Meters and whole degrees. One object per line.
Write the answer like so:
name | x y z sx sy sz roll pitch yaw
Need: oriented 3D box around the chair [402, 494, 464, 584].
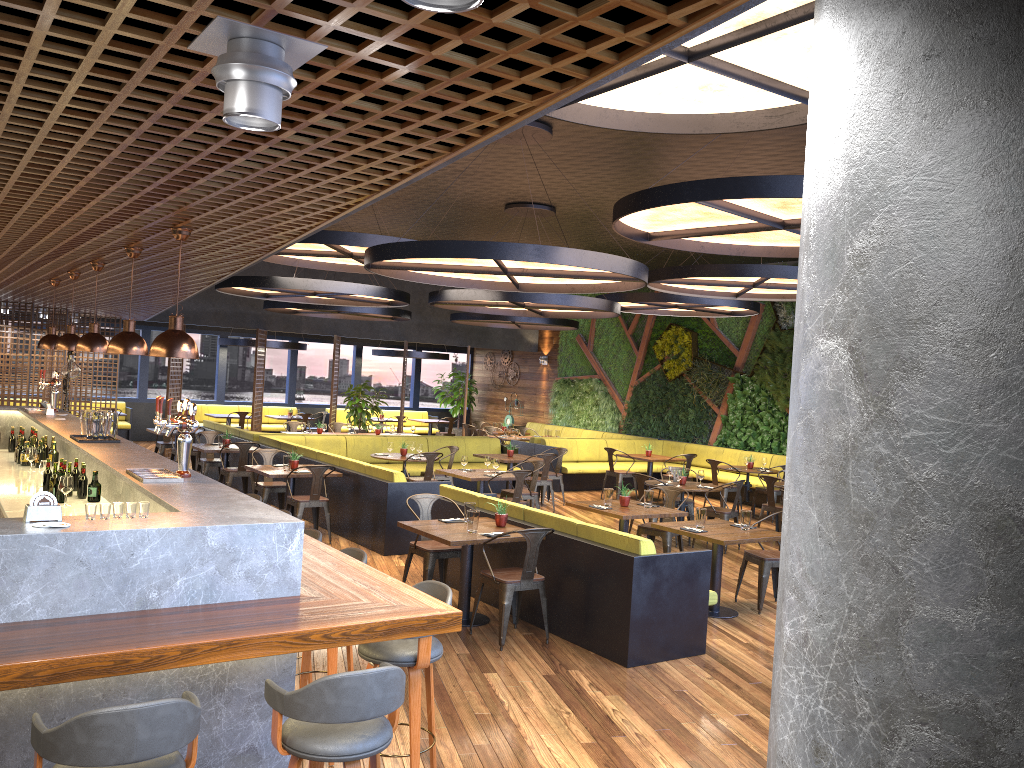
chair | -0.687 1.472 7.904 0.504 0.917 0.541 3 1 -34

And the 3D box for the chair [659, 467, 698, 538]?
chair | 2.263 1.613 12.099 0.504 0.917 0.541 4 1 5

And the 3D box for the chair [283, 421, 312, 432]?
chair | -4.077 1.186 16.811 0.504 0.917 0.541 3 1 -34

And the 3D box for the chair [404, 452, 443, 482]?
chair | -1.279 1.394 12.577 0.504 0.917 0.541 3 1 -34

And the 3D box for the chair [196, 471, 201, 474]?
chair | -2.912 1.275 7.572 0.438 1.048 0.483 3 1 -6

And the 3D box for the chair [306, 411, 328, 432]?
chair | -4.711 1.108 21.202 0.541 0.917 0.504 3 1 -34

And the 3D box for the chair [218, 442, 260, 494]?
chair | -3.826 1.241 12.392 0.504 0.917 0.541 3 1 -34

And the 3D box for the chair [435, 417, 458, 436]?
chair | -1.663 1.281 22.449 0.504 0.917 0.541 3 1 -34

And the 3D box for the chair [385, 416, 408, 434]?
chair | -2.844 1.217 21.644 0.504 0.917 0.541 3 1 -34

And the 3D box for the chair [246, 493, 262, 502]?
chair | -2.075 1.336 6.447 0.438 1.048 0.483 3 1 -15

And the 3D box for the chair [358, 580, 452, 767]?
chair | -0.536 1.451 4.073 0.483 1.048 0.438 4 1 27

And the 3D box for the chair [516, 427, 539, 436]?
chair | 0.344 1.429 19.533 0.504 0.917 0.541 3 1 -34

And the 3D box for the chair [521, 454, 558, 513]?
chair | 0.386 1.487 13.473 0.504 0.917 0.541 3 1 -34

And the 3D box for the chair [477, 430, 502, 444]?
chair | -0.453 1.394 18.074 0.541 0.917 0.504 3 1 -34

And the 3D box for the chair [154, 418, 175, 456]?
chair | -6.052 1.077 15.632 0.504 0.917 0.541 3 1 -34

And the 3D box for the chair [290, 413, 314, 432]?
chair | -4.828 1.109 20.292 0.504 0.917 0.541 3 1 -34

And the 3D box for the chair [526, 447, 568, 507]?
chair | 0.598 1.491 14.401 0.541 0.917 0.504 3 1 -34

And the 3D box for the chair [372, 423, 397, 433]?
chair | -2.585 1.267 17.828 0.504 0.917 0.541 3 1 -34

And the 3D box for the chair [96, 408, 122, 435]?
chair | -8.222 0.925 17.977 0.504 0.917 0.541 3 1 -34

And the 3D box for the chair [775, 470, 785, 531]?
chair | 4.104 1.717 12.836 0.504 0.917 0.541 4 1 5

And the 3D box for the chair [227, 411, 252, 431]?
chair | -6.008 1.045 19.487 0.504 0.917 0.541 3 1 -34

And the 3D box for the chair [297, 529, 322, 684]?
chair | -1.380 1.390 5.215 0.483 1.048 0.438 4 1 27

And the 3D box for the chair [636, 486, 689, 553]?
chair | 1.630 1.596 9.700 0.504 0.917 0.541 4 1 33

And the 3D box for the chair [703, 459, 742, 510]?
chair | 3.359 1.660 14.165 0.541 0.917 0.504 3 1 -34

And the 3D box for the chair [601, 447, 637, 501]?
chair | 1.850 1.558 15.347 0.541 0.917 0.504 3 1 -34

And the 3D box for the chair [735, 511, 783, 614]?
chair | 2.485 1.660 8.398 0.541 0.917 0.504 3 1 -16

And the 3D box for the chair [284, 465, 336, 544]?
chair | -2.324 1.353 10.153 0.504 0.917 0.541 3 1 -34

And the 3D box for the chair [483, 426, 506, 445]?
chair | -0.373 1.390 19.045 0.504 0.917 0.541 3 1 -34

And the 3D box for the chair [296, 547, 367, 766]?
chair | -1.035 1.415 4.729 0.483 1.048 0.438 4 1 27

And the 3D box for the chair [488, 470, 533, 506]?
chair | -0.043 1.484 10.925 0.504 0.917 0.541 3 1 -34

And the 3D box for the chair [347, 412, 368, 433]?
chair | -3.824 1.155 21.880 0.541 0.917 0.504 3 1 -34

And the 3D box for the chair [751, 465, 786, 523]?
chair | 4.155 1.709 14.077 0.504 0.917 0.541 3 1 -34

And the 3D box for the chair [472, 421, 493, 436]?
chair | -0.687 1.354 20.973 0.504 0.917 0.541 3 1 -34

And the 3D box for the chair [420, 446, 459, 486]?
chair | -1.108 1.396 13.444 0.541 0.917 0.504 3 1 -34

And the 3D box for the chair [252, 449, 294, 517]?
chair | -3.023 1.301 11.183 0.504 0.917 0.541 3 1 -34

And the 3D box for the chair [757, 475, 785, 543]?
chair | 3.621 1.696 12.012 0.541 0.917 0.504 3 1 -34

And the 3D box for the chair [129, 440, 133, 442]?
chair | -4.506 1.158 9.920 0.438 1.048 0.483 3 1 -6

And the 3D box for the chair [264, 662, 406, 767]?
chair | -0.639 1.454 3.091 0.483 1.048 0.438 3 1 -6

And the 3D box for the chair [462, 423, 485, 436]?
chair | -0.869 1.352 19.946 0.541 0.917 0.504 3 1 -34

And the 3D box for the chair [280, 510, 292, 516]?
chair | -1.700 1.365 5.823 0.438 1.048 0.483 3 1 -6

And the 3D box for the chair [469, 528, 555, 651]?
chair | 0.022 1.524 6.859 0.504 0.917 0.541 3 1 -34

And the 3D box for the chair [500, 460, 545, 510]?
chair | 0.132 1.486 11.891 0.541 0.917 0.504 3 1 -34

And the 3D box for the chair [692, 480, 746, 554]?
chair | 2.658 1.644 11.278 0.541 0.917 0.504 4 1 37

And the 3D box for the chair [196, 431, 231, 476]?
chair | -4.525 1.190 13.422 0.504 0.917 0.541 3 1 -34

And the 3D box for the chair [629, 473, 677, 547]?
chair | 1.780 1.591 11.274 0.541 0.917 0.504 3 1 -34

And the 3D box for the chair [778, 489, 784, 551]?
chair | 3.361 1.696 10.285 0.541 0.917 0.504 3 1 -4

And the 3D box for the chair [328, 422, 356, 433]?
chair | -3.329 1.227 17.321 0.504 0.917 0.541 3 1 -34

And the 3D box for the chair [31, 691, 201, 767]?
chair | -1.203 1.423 2.706 0.438 1.048 0.483 4 1 27

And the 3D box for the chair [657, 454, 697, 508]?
chair | 2.853 1.621 15.155 0.504 0.917 0.541 3 1 -34

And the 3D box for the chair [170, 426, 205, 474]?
chair | -5.364 1.128 14.618 0.504 0.917 0.541 3 1 -34
